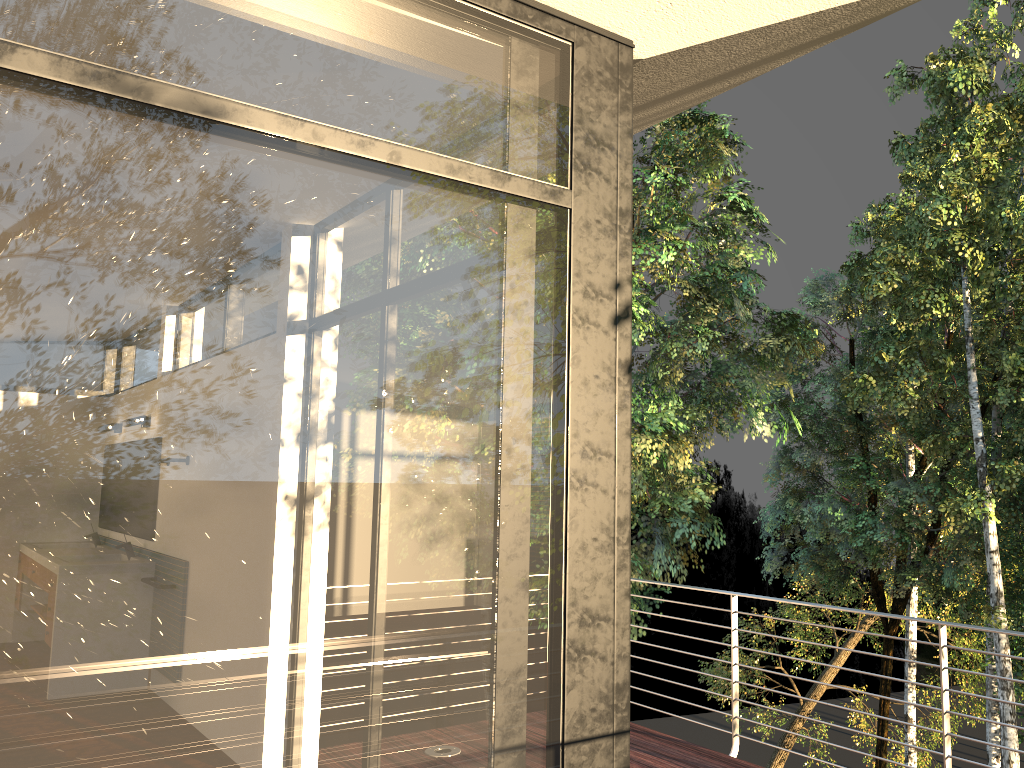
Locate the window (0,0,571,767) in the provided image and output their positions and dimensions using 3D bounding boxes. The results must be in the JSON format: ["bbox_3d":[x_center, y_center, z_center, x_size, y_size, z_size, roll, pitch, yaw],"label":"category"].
[{"bbox_3d":[-5.813,0.165,1.902,10.655,2.519,6.606,6,-8,-36],"label":"window"}]
